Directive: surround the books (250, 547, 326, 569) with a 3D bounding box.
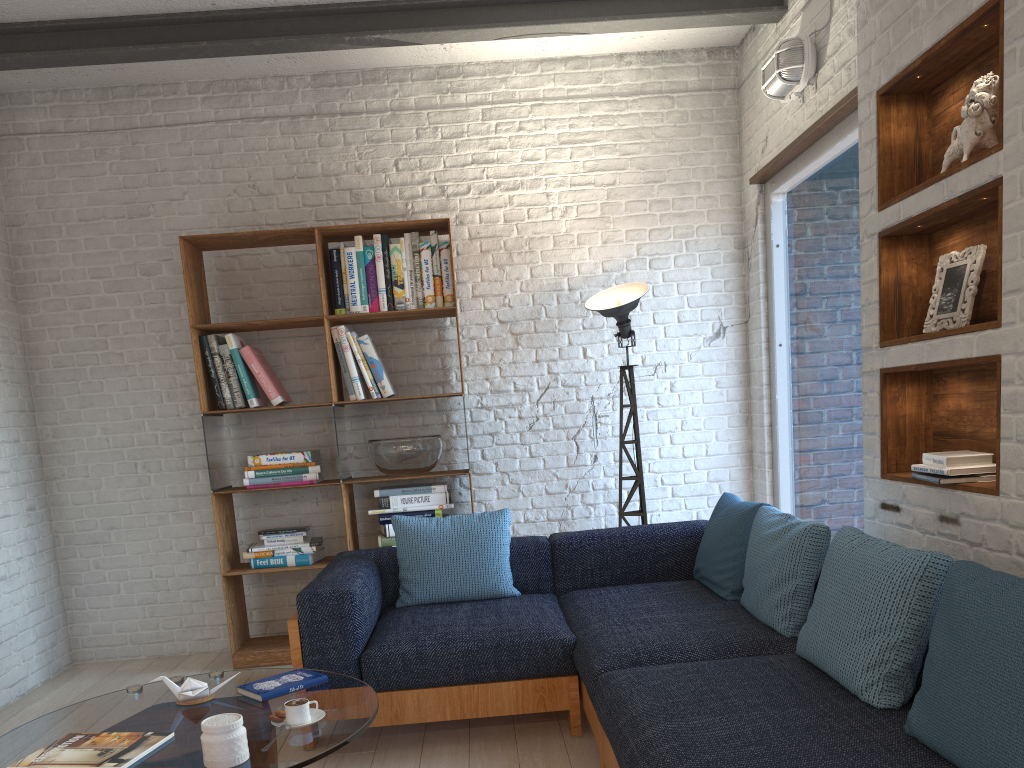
[{"bbox_3d":[-1.197,0.932,4.675,0.327,0.056,0.252,-5,-2,8],"label":"books"}]

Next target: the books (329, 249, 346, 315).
[{"bbox_3d":[-0.881,-0.504,4.501,0.055,0.335,0.250,-5,5,-3],"label":"books"}]

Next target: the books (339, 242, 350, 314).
[{"bbox_3d":[-0.844,-0.521,4.499,0.021,0.365,0.267,-5,5,-3],"label":"books"}]

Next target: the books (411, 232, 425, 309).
[{"bbox_3d":[-0.478,-0.562,4.500,0.036,0.389,0.240,-5,5,-3],"label":"books"}]

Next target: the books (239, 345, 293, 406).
[{"bbox_3d":[-1.284,-0.036,4.559,0.195,0.323,0.251,-5,4,-2],"label":"books"}]

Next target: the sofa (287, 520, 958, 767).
[{"bbox_3d":[0.285,0.943,2.266,2.078,0.668,3.910,-4,-2,-3],"label":"sofa"}]

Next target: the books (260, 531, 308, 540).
[{"bbox_3d":[-1.220,0.807,4.685,0.236,0.019,0.169,-4,-2,-9],"label":"books"}]

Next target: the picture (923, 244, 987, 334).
[{"bbox_3d":[1.342,-0.281,2.626,0.102,0.248,0.191,-6,5,-12],"label":"picture"}]

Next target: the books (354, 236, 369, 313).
[{"bbox_3d":[-0.759,-0.541,4.487,0.036,0.389,0.240,-5,5,-3],"label":"books"}]

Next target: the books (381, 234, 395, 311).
[{"bbox_3d":[-0.628,-0.551,4.495,0.036,0.389,0.240,-5,5,-3],"label":"books"}]

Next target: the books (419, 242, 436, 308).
[{"bbox_3d":[-0.429,-0.538,4.500,0.055,0.335,0.250,-5,5,-3],"label":"books"}]

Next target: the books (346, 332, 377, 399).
[{"bbox_3d":[-0.771,-0.088,4.555,0.124,0.354,0.267,-5,5,-3],"label":"books"}]

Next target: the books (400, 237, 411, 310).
[{"bbox_3d":[-0.542,-0.544,4.500,0.021,0.365,0.267,-5,5,-3],"label":"books"}]

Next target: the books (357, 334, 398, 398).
[{"bbox_3d":[-0.700,-0.085,4.554,0.158,0.334,0.250,-5,5,-3],"label":"books"}]

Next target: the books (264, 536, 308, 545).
[{"bbox_3d":[-1.212,0.833,4.682,0.206,0.034,0.131,-4,-1,-2],"label":"books"}]

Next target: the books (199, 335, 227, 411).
[{"bbox_3d":[-1.522,-0.052,4.528,0.091,0.390,0.240,-5,5,-3],"label":"books"}]

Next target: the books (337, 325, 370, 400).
[{"bbox_3d":[-0.824,-0.101,4.541,0.103,0.389,0.240,-5,5,-3],"label":"books"}]

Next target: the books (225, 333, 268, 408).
[{"bbox_3d":[-1.377,-0.061,4.528,0.121,0.387,0.240,-5,5,-3],"label":"books"}]

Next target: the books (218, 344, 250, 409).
[{"bbox_3d":[-1.433,-0.032,4.561,0.102,0.339,0.250,-5,5,-3],"label":"books"}]

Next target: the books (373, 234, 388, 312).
[{"bbox_3d":[-0.665,-0.549,4.484,0.036,0.389,0.240,-5,5,-3],"label":"books"}]

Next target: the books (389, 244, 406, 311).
[{"bbox_3d":[-0.579,-0.527,4.486,0.055,0.335,0.250,-5,5,-3],"label":"books"}]

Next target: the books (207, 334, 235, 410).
[{"bbox_3d":[-1.485,-0.055,4.537,0.091,0.390,0.240,-5,5,-3],"label":"books"}]

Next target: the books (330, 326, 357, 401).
[{"bbox_3d":[-0.863,-0.098,4.563,0.101,0.390,0.240,-5,5,-3],"label":"books"}]

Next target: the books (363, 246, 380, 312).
[{"bbox_3d":[-0.711,-0.517,4.507,0.055,0.335,0.250,-5,5,-3],"label":"books"}]

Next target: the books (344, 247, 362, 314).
[{"bbox_3d":[-0.803,-0.510,4.485,0.055,0.335,0.250,-5,5,-3],"label":"books"}]

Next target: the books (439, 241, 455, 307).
[{"bbox_3d":[-0.334,-0.545,4.525,0.055,0.335,0.250,-5,5,-3],"label":"books"}]

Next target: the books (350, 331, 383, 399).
[{"bbox_3d":[-0.749,-0.089,4.565,0.124,0.354,0.267,-5,5,-3],"label":"books"}]

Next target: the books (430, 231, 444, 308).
[{"bbox_3d":[-0.384,-0.569,4.503,0.036,0.389,0.240,-5,5,-3],"label":"books"}]

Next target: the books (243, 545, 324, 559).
[{"bbox_3d":[-1.222,0.887,4.676,0.379,0.037,0.242,-4,-2,-2],"label":"books"}]

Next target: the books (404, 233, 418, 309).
[{"bbox_3d":[-0.515,-0.559,4.512,0.036,0.389,0.240,-5,5,-3],"label":"books"}]

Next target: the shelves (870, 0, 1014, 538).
[{"bbox_3d":[1.333,-0.304,2.573,0.192,1.450,0.754,-5,6,-3],"label":"shelves"}]
